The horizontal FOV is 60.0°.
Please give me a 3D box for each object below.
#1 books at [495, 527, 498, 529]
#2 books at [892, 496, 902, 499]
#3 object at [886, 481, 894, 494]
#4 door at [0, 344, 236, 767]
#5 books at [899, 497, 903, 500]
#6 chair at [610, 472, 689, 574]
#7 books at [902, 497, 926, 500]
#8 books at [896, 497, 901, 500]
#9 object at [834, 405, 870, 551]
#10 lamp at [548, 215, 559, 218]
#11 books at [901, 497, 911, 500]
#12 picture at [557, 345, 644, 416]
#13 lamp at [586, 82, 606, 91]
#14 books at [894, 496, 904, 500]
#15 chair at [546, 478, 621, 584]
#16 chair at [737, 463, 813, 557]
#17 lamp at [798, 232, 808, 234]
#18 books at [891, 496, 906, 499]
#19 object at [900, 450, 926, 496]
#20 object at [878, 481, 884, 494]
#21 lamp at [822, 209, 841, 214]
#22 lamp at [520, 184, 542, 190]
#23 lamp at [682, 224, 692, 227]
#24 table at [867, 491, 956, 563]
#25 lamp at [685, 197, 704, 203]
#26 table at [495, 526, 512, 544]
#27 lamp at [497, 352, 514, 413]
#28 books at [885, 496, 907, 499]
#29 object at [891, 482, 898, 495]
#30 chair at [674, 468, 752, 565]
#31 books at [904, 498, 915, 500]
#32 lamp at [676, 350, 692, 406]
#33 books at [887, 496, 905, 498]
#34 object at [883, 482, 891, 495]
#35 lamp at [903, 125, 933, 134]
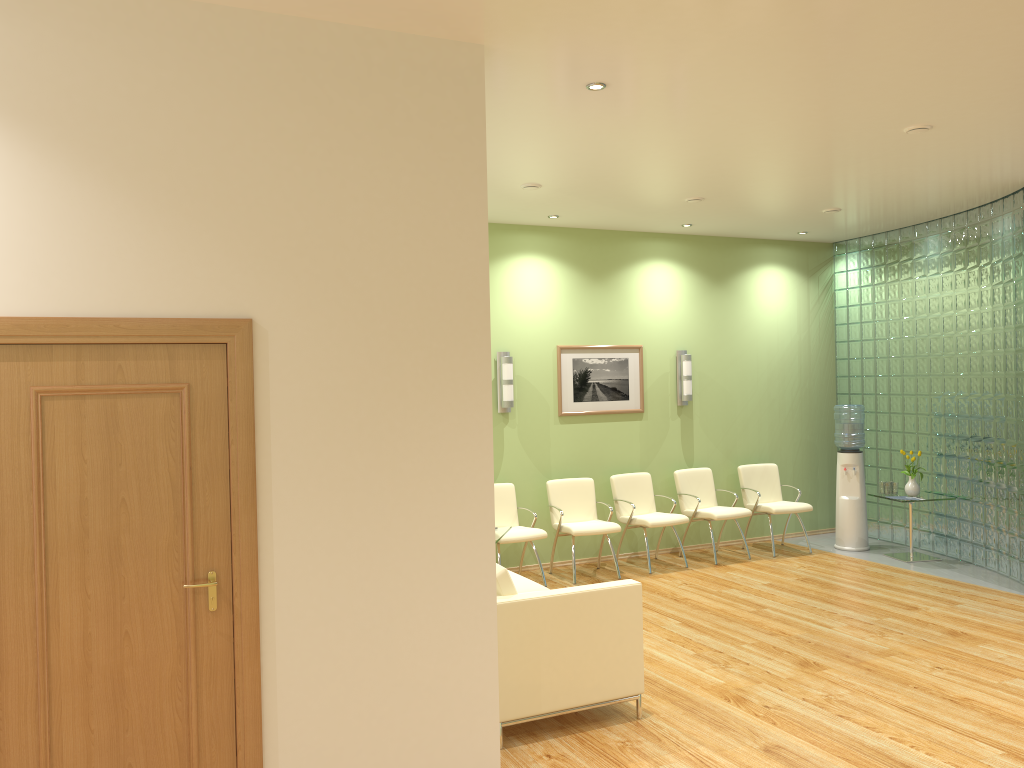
[{"bbox_3d":[-0.311,1.195,7.325,0.230,0.031,0.328,-1,0,40],"label":"books"},{"bbox_3d":[3.809,1.108,8.616,0.210,0.004,0.150,-2,0,-40],"label":"books"},{"bbox_3d":[3.833,1.048,8.991,0.071,0.119,0.072,-1,0,-25],"label":"object"},{"bbox_3d":[-1.471,0.852,3.311,0.823,2.001,0.098,-1,0,-25],"label":"door"},{"bbox_3d":[3.837,1.108,8.593,0.150,0.004,0.210,-1,0,30],"label":"books"},{"bbox_3d":[15.330,1.004,2.608,31.281,0.986,0.752,-1,0,23],"label":"chair"},{"bbox_3d":[3.889,1.106,8.579,0.150,0.004,0.210,-1,0,0],"label":"books"},{"bbox_3d":[3.822,1.108,8.603,0.150,0.004,0.210,-1,0,40],"label":"books"},{"bbox_3d":[3.555,0.973,9.312,0.353,1.506,0.353,-1,0,-18],"label":"object"},{"bbox_3d":[0.382,-1.541,8.183,0.105,0.011,0.105,-2,0,-44],"label":"lamp"},{"bbox_3d":[3.853,1.107,8.585,0.150,0.004,0.210,-1,0,20],"label":"books"},{"bbox_3d":[0.906,-0.042,8.942,1.000,0.700,0.025,-1,0,-25],"label":"picture"},{"bbox_3d":[0.431,-1.522,4.544,0.105,0.011,0.105,-1,0,8],"label":"lamp"},{"bbox_3d":[3.798,1.108,8.631,0.210,0.004,0.150,-1,0,-30],"label":"books"},{"bbox_3d":[0.667,1.356,8.326,0.536,0.881,0.650,-1,0,-20],"label":"chair"},{"bbox_3d":[2.751,1.304,9.300,0.536,0.881,0.650,-1,0,-20],"label":"chair"},{"bbox_3d":[3.098,-1.609,9.456,0.105,0.011,0.105,-2,0,-44],"label":"lamp"},{"bbox_3d":[3.786,1.109,8.665,0.210,0.004,0.150,-1,0,-10],"label":"books"},{"bbox_3d":[3.960,0.876,8.770,0.219,0.459,0.201,-1,0,5],"label":"object"},{"bbox_3d":[3.749,1.050,8.981,0.071,0.119,0.072,-1,0,-25],"label":"object"},{"bbox_3d":[2.957,-1.593,8.199,0.167,0.024,0.167,-2,0,-42],"label":"lamp"},{"bbox_3d":[0.148,-1.522,6.882,0.167,0.024,0.167,-1,0,26],"label":"lamp"},{"bbox_3d":[1.740,-1.575,8.820,0.105,0.011,0.105,-2,0,-44],"label":"lamp"},{"bbox_3d":[3.955,1.413,8.790,0.581,0.614,0.581,-1,0,-11],"label":"table"},{"bbox_3d":[1.552,-1.557,7.540,0.167,0.024,0.167,-1,0,26],"label":"lamp"},{"bbox_3d":[-0.419,1.521,7.216,0.736,0.614,0.736,-1,0,10],"label":"table"},{"bbox_3d":[-0.057,-0.018,8.426,0.134,0.580,0.142,-1,0,-25],"label":"lamp"},{"bbox_3d":[3.784,1.109,8.683,0.210,0.004,0.150,-1,0,0],"label":"books"},{"bbox_3d":[3.846,1.048,8.911,0.071,0.119,0.072,-1,0,-25],"label":"object"},{"bbox_3d":[15.697,0.995,2.785,30.806,0.986,0.748,-1,0,24],"label":"chair"},{"bbox_3d":[3.871,1.107,8.580,0.150,0.004,0.210,-1,0,10],"label":"books"},{"bbox_3d":[1.815,-0.065,9.303,0.134,0.580,0.142,-1,0,-25],"label":"lamp"},{"bbox_3d":[3.790,1.109,8.648,0.210,0.004,0.150,-1,0,-20],"label":"books"},{"bbox_3d":[3.763,1.050,8.898,0.071,0.119,0.072,-1,0,-25],"label":"object"},{"bbox_3d":[2.514,-1.568,5.488,0.167,0.024,0.167,-1,0,14],"label":"lamp"}]
